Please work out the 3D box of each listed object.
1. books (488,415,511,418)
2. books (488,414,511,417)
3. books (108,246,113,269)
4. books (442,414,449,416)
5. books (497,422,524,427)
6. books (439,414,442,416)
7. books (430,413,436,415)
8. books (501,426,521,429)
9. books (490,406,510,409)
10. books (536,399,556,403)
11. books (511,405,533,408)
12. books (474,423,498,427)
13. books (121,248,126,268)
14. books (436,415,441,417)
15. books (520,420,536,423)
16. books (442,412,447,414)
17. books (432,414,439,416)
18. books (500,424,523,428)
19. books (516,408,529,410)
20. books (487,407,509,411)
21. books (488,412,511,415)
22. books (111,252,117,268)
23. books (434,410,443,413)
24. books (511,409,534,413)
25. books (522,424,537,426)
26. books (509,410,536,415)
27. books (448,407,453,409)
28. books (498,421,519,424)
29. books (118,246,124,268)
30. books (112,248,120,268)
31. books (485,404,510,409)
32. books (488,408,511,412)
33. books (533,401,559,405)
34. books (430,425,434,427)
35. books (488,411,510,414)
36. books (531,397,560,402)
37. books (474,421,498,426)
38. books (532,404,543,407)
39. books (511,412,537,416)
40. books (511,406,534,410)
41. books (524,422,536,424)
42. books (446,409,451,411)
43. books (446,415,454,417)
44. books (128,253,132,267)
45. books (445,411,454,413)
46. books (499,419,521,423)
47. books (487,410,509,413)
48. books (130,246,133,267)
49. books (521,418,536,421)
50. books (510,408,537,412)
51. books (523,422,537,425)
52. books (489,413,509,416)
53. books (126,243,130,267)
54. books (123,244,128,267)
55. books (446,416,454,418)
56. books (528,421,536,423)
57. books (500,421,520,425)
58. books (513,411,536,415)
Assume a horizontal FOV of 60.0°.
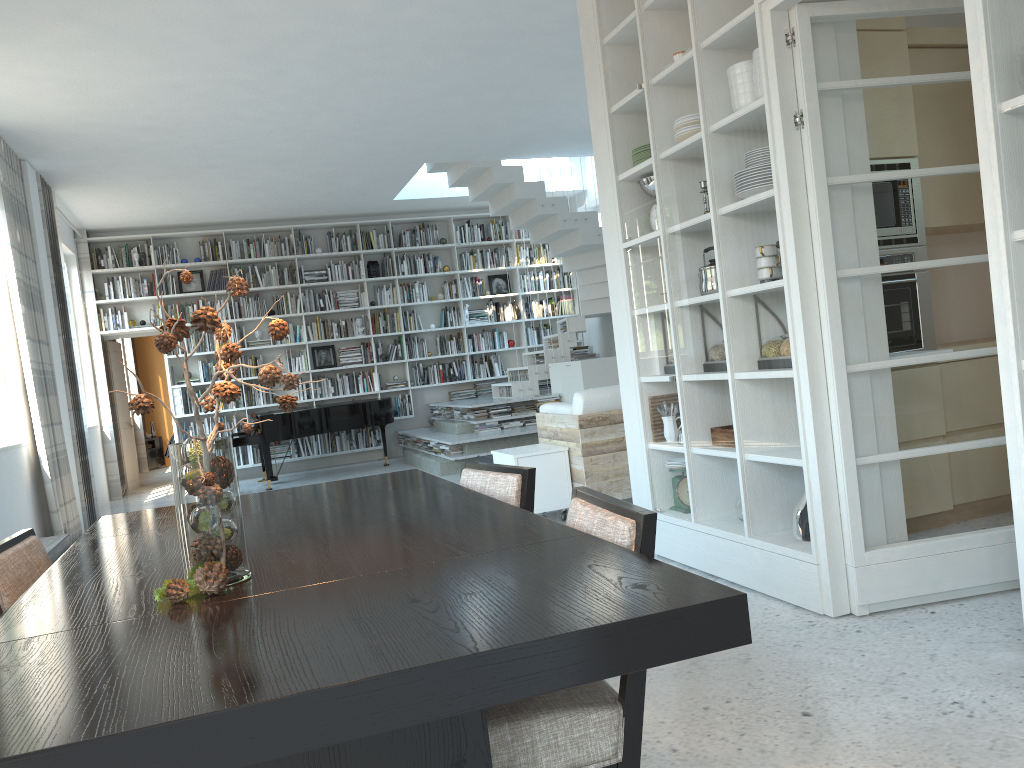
[{"bbox_3d":[-0.142,0.371,10.134,0.216,0.015,0.177,-7,2,-20],"label":"books"},{"bbox_3d":[-0.148,0.358,10.147,0.227,0.013,0.148,-7,2,-20],"label":"books"},{"bbox_3d":[-4.861,-1.514,10.758,0.028,0.283,0.189,-7,2,-18],"label":"books"},{"bbox_3d":[-0.803,0.386,11.405,0.164,0.023,0.242,-7,2,-14],"label":"books"},{"bbox_3d":[-0.021,0.458,10.057,0.272,0.012,0.158,-7,2,-20],"label":"books"},{"bbox_3d":[-0.877,0.396,11.701,0.131,0.021,0.240,-7,2,-16],"label":"books"},{"bbox_3d":[-0.992,0.390,11.970,0.175,0.017,0.265,-7,2,-15],"label":"books"},{"bbox_3d":[-0.019,0.491,10.062,0.208,0.015,0.152,-7,2,-20],"label":"books"},{"bbox_3d":[-0.156,0.269,10.135,0.228,0.009,0.159,-7,2,-22],"label":"books"},{"bbox_3d":[0.391,0.198,10.309,0.192,0.024,0.167,-7,2,-13],"label":"books"},{"bbox_3d":[0.114,0.261,10.215,0.203,0.011,0.173,-7,2,-23],"label":"books"},{"bbox_3d":[-0.295,0.461,9.977,0.257,0.010,0.132,-7,1,-14],"label":"books"},{"bbox_3d":[-4.728,-1.518,10.821,0.030,0.257,0.130,-7,2,-18],"label":"books"},{"bbox_3d":[-0.893,0.417,11.696,0.173,0.017,0.233,-7,2,-19],"label":"books"},{"bbox_3d":[0.250,0.415,10.131,0.287,0.018,0.190,-7,2,-19],"label":"books"},{"bbox_3d":[-0.795,0.364,11.408,0.154,0.018,0.221,-7,2,-19],"label":"books"},{"bbox_3d":[-0.982,0.406,11.973,0.163,0.017,0.232,-7,2,-16],"label":"books"},{"bbox_3d":[-0.016,0.474,10.047,0.232,0.019,0.169,-7,2,-23],"label":"books"},{"bbox_3d":[0.113,0.285,10.227,0.179,0.010,0.160,-7,2,-16],"label":"books"},{"bbox_3d":[-0.157,0.282,10.143,0.220,0.018,0.154,-7,2,-17],"label":"books"},{"bbox_3d":[-0.145,0.333,10.129,0.215,0.013,0.189,-7,2,-19],"label":"books"},{"bbox_3d":[-4.827,-1.479,10.760,0.030,0.206,0.175,-7,2,-18],"label":"books"},{"bbox_3d":[-0.911,0.357,11.690,0.189,0.030,0.237,-7,2,-21],"label":"books"},{"bbox_3d":[0.118,0.312,10.221,0.214,0.015,0.177,-7,2,-17],"label":"books"},{"bbox_3d":[0.248,0.460,10.155,0.249,0.009,0.144,-7,2,-19],"label":"books"},{"bbox_3d":[0.115,0.326,10.237,0.293,0.014,0.134,-7,2,-21],"label":"books"},{"bbox_3d":[-0.716,0.283,11.131,0.139,0.028,0.261,-7,1,-13],"label":"books"},{"bbox_3d":[-0.026,0.432,10.061,0.242,0.005,0.152,-7,2,-17],"label":"books"},{"bbox_3d":[-4.757,-1.527,10.793,0.039,0.283,0.181,-7,2,-18],"label":"books"},{"bbox_3d":[-4.796,-1.511,10.763,0.057,0.263,0.190,-7,2,-18],"label":"books"},{"bbox_3d":[-0.164,0.257,10.154,0.261,0.016,0.128,-7,2,-19],"label":"books"},{"bbox_3d":[-0.147,0.298,10.119,0.230,0.015,0.190,-7,1,-13],"label":"books"},{"bbox_3d":[0.396,0.216,10.303,0.261,0.012,0.179,-7,1,-14],"label":"books"},{"bbox_3d":[-1.008,0.556,12.001,0.163,0.019,0.187,-7,2,-19],"label":"books"},{"bbox_3d":[-0.150,0.321,10.138,0.210,0.012,0.168,-7,2,-17],"label":"books"},{"bbox_3d":[0.392,0.180,10.298,0.285,0.013,0.181,-7,2,-23],"label":"books"},{"bbox_3d":[-0.293,0.443,9.963,0.233,0.025,0.157,-7,2,-23],"label":"books"},{"bbox_3d":[0.396,0.237,10.311,0.284,0.030,0.177,-7,2,-17],"label":"books"},{"bbox_3d":[0.123,0.342,10.218,0.291,0.007,0.174,-7,2,-15],"label":"books"},{"bbox_3d":[0.113,0.273,10.221,0.245,0.013,0.172,-7,2,-19],"label":"books"},{"bbox_3d":[0.250,0.435,10.140,0.254,0.005,0.161,-7,2,-22],"label":"books"},{"bbox_3d":[-0.726,0.316,11.128,0.186,0.009,0.261,-7,2,-19],"label":"books"},{"bbox_3d":[-0.715,0.391,11.131,0.177,0.014,0.247,-7,2,-20],"label":"books"},{"bbox_3d":[-4.654,-1.492,10.830,0.024,0.187,0.159,-7,2,-18],"label":"books"},{"bbox_3d":[-0.720,0.341,11.130,0.178,0.017,0.293,-7,2,-17],"label":"books"},{"bbox_3d":[-0.028,0.423,10.063,0.220,0.013,0.149,-7,2,-19],"label":"books"},{"bbox_3d":[-0.152,0.311,10.140,0.260,0.009,0.153,-7,2,-15],"label":"books"},{"bbox_3d":[-4.644,-1.538,10.841,0.013,0.275,0.158,-7,2,-18],"label":"books"},{"bbox_3d":[0.239,0.403,10.137,0.274,0.009,0.176,-7,2,-18],"label":"books"},{"bbox_3d":[0.121,0.297,10.206,0.273,0.014,0.187,-7,2,-23],"label":"books"},{"bbox_3d":[0.253,0.446,10.135,0.250,0.018,0.177,-7,2,-15],"label":"books"},{"bbox_3d":[-0.151,0.346,10.151,0.207,0.012,0.131,-7,2,-22],"label":"books"},{"bbox_3d":[-4.690,-1.552,10.830,0.029,0.315,0.129,-7,2,-18],"label":"books"},{"bbox_3d":[-4.706,-1.544,10.814,0.014,0.304,0.145,-7,2,-18],"label":"books"},{"bbox_3d":[-0.720,0.404,11.130,0.182,0.011,0.253,-7,1,-14],"label":"books"},{"bbox_3d":[0.244,0.428,10.156,0.273,0.009,0.129,-7,2,-15],"label":"books"},{"bbox_3d":[-0.026,0.443,10.067,0.210,0.018,0.134,-7,2,-15],"label":"books"},{"bbox_3d":[0.123,0.336,10.218,0.287,0.005,0.165,-7,1,-13],"label":"books"}]
